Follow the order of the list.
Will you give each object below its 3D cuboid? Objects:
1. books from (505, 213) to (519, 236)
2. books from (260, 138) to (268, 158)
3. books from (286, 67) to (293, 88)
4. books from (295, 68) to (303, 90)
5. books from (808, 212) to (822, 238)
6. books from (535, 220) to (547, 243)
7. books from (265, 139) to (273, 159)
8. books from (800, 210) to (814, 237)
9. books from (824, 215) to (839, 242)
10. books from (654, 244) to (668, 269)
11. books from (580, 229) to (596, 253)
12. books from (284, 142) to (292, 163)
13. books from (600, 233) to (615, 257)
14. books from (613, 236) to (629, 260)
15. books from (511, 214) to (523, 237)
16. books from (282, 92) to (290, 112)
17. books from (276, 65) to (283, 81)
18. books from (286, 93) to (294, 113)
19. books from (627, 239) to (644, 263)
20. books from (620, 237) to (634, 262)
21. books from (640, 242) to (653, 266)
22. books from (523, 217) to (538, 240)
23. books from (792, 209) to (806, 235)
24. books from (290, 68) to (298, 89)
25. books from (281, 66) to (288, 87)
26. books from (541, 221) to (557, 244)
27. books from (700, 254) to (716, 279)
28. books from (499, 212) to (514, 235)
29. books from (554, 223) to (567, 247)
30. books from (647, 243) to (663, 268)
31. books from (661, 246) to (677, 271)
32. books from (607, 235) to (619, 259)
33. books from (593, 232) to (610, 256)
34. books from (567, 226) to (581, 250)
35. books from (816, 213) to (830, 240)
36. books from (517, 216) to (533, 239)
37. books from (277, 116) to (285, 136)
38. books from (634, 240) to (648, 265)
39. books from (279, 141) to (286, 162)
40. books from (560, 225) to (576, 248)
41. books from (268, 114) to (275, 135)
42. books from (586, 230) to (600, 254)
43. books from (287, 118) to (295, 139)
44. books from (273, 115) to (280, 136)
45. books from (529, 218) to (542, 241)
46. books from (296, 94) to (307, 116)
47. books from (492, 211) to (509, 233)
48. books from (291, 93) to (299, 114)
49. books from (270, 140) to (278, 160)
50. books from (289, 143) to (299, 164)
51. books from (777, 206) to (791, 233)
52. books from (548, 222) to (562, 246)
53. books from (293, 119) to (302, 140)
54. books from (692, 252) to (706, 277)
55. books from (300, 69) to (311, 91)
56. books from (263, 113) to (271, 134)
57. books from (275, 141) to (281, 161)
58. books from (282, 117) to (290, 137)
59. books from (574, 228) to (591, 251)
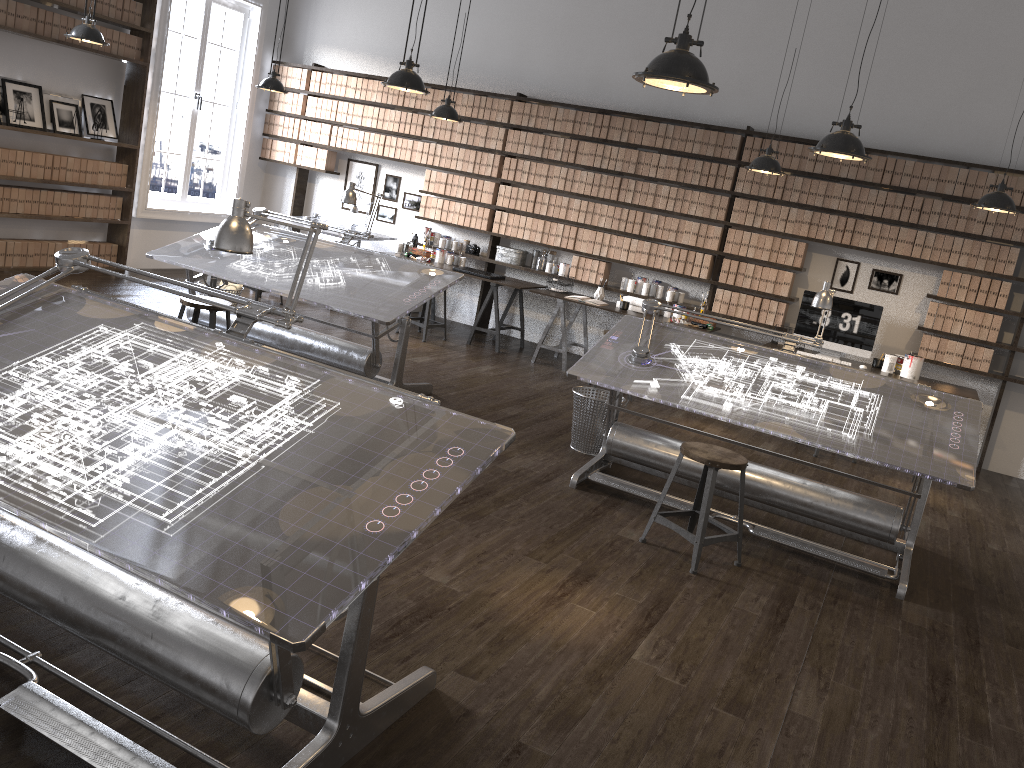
[{"bbox_3d":[0.013,-1.619,9.020,0.067,0.224,0.175,15,11,23],"label":"books"},{"bbox_3d":[-2.826,-2.734,10.294,0.067,0.224,0.175,15,11,23],"label":"books"},{"bbox_3d":[-2.477,-3.471,10.069,0.067,0.224,0.175,15,11,23],"label":"books"},{"bbox_3d":[-2.356,-3.434,10.008,0.067,0.224,0.175,15,11,23],"label":"books"},{"bbox_3d":[2.663,-1.390,7.766,0.067,0.224,0.175,15,11,23],"label":"books"},{"bbox_3d":[0.312,-1.529,8.876,0.067,0.224,0.175,15,11,23],"label":"books"},{"bbox_3d":[-2.762,-2.714,10.259,0.067,0.224,0.175,15,11,23],"label":"books"},{"bbox_3d":[2.601,-1.407,7.788,0.067,0.224,0.175,15,11,23],"label":"books"},{"bbox_3d":[2.786,-1.352,7.705,0.067,0.224,0.175,15,11,23],"label":"books"},{"bbox_3d":[1.422,-1.202,8.376,0.067,0.224,0.175,15,11,23],"label":"books"},{"bbox_3d":[0.751,-1.400,8.680,0.067,0.223,0.175,15,11,23],"label":"books"},{"bbox_3d":[-2.520,-2.641,10.147,0.067,0.224,0.175,15,11,23],"label":"books"},{"bbox_3d":[0.934,-1.345,8.595,0.067,0.224,0.175,15,11,23],"label":"books"},{"bbox_3d":[1.059,-1.309,8.541,0.067,0.224,0.175,15,11,23],"label":"books"},{"bbox_3d":[0.074,-1.600,8.990,0.067,0.224,0.175,15,11,23],"label":"books"},{"bbox_3d":[-2.530,-3.205,10.113,0.067,0.223,0.175,15,11,23],"label":"books"},{"bbox_3d":[-2.606,-3.507,10.120,0.067,0.224,0.175,15,11,23],"label":"books"},{"bbox_3d":[-2.473,-3.187,10.082,0.067,0.224,0.175,15,11,23],"label":"books"},{"bbox_3d":[1.184,-1.271,8.482,0.067,0.223,0.175,15,11,23],"label":"books"},{"bbox_3d":[1.119,-1.290,8.509,0.067,0.224,0.175,15,11,23],"label":"books"},{"bbox_3d":[1.297,-1.237,8.427,0.067,0.224,0.175,15,11,23],"label":"books"},{"bbox_3d":[0.199,-1.563,8.931,0.067,0.223,0.175,15,11,23],"label":"books"},{"bbox_3d":[2.544,-1.425,7.819,0.067,0.223,0.175,15,11,23],"label":"books"},{"bbox_3d":[-2.416,-3.453,10.040,0.067,0.224,0.175,15,11,23],"label":"books"},{"bbox_3d":[-2.540,-3.489,10.094,0.067,0.224,0.175,15,11,23],"label":"books"},{"bbox_3d":[0.374,-1.512,8.854,0.067,0.224,0.175,15,11,23],"label":"books"},{"bbox_3d":[1.813,-1.085,8.194,0.067,0.223,0.175,15,11,23],"label":"books"},{"bbox_3d":[-0.050,-1.637,9.045,0.067,0.224,0.175,15,11,23],"label":"books"},{"bbox_3d":[0.498,-1.474,8.793,0.067,0.224,0.175,15,11,23],"label":"books"},{"bbox_3d":[1.359,-1.220,8.405,0.067,0.224,0.175,15,11,23],"label":"books"},{"bbox_3d":[1.482,-1.183,8.344,0.067,0.224,0.175,15,11,23],"label":"books"},{"bbox_3d":[0.998,-1.328,8.571,0.067,0.224,0.175,15,11,23],"label":"books"},{"bbox_3d":[0.869,-1.364,8.622,0.067,0.224,0.175,15,11,23],"label":"books"},{"bbox_3d":[0.627,-1.436,8.734,0.067,0.224,0.175,15,11,23],"label":"books"},{"bbox_3d":[2.725,-1.371,7.737,0.067,0.224,0.175,15,11,23],"label":"books"},{"bbox_3d":[0.134,-1.582,8.959,0.067,0.224,0.175,15,11,23],"label":"books"},{"bbox_3d":[-2.596,-2.946,10.162,0.067,0.224,0.175,15,11,23],"label":"books"},{"bbox_3d":[1.240,-1.255,8.458,0.067,0.223,0.175,15,11,23],"label":"books"},{"bbox_3d":[-2.584,-2.660,10.176,0.067,0.224,0.175,15,11,23],"label":"books"},{"bbox_3d":[0.563,-1.456,8.769,0.067,0.224,0.175,15,11,23],"label":"books"},{"bbox_3d":[-2.719,-2.983,10.223,0.067,0.224,0.175,15,11,23],"label":"books"},{"bbox_3d":[0.805,-1.383,8.651,0.067,0.224,0.175,15,11,23],"label":"books"},{"bbox_3d":[-2.467,-2.908,10.102,0.067,0.224,0.175,15,11,23],"label":"books"},{"bbox_3d":[-2.657,-2.965,10.194,0.067,0.224,0.175,15,11,23],"label":"books"},{"bbox_3d":[0.255,-1.547,8.907,0.067,0.223,0.175,15,11,23],"label":"books"},{"bbox_3d":[-2.348,-3.151,10.032,0.067,0.224,0.175,15,11,23],"label":"books"},{"bbox_3d":[-0.115,-1.655,9.071,0.067,0.224,0.175,15,11,23],"label":"books"},{"bbox_3d":[-2.411,-3.170,10.060,0.067,0.224,0.175,15,11,23],"label":"books"},{"bbox_3d":[-2.694,-2.695,10.234,0.067,0.223,0.175,15,11,23],"label":"books"},{"bbox_3d":[-2.454,-2.623,10.121,0.067,0.224,0.175,15,11,23],"label":"books"},{"bbox_3d":[2.423,-1.460,7.870,0.067,0.224,0.175,15,11,23],"label":"books"},{"bbox_3d":[0.437,-1.493,8.826,0.067,0.224,0.175,15,11,23],"label":"books"},{"bbox_3d":[-2.400,-2.889,10.078,0.067,0.223,0.175,15,11,23],"label":"books"},{"bbox_3d":[1.743,-1.106,8.224,0.067,0.224,0.175,15,11,23],"label":"books"},{"bbox_3d":[-2.291,-3.415,9.980,0.067,0.223,0.175,15,11,23],"label":"books"},{"bbox_3d":[-2.781,-3.000,10.245,0.067,0.224,0.175,15,11,23],"label":"books"},{"bbox_3d":[-2.638,-2.677,10.206,0.067,0.223,0.175,15,11,23],"label":"books"},{"bbox_3d":[-2.531,-2.928,10.138,0.067,0.224,0.175,15,11,23],"label":"books"},{"bbox_3d":[0.694,-1.417,8.709,0.067,0.223,0.175,15,11,23],"label":"books"}]
